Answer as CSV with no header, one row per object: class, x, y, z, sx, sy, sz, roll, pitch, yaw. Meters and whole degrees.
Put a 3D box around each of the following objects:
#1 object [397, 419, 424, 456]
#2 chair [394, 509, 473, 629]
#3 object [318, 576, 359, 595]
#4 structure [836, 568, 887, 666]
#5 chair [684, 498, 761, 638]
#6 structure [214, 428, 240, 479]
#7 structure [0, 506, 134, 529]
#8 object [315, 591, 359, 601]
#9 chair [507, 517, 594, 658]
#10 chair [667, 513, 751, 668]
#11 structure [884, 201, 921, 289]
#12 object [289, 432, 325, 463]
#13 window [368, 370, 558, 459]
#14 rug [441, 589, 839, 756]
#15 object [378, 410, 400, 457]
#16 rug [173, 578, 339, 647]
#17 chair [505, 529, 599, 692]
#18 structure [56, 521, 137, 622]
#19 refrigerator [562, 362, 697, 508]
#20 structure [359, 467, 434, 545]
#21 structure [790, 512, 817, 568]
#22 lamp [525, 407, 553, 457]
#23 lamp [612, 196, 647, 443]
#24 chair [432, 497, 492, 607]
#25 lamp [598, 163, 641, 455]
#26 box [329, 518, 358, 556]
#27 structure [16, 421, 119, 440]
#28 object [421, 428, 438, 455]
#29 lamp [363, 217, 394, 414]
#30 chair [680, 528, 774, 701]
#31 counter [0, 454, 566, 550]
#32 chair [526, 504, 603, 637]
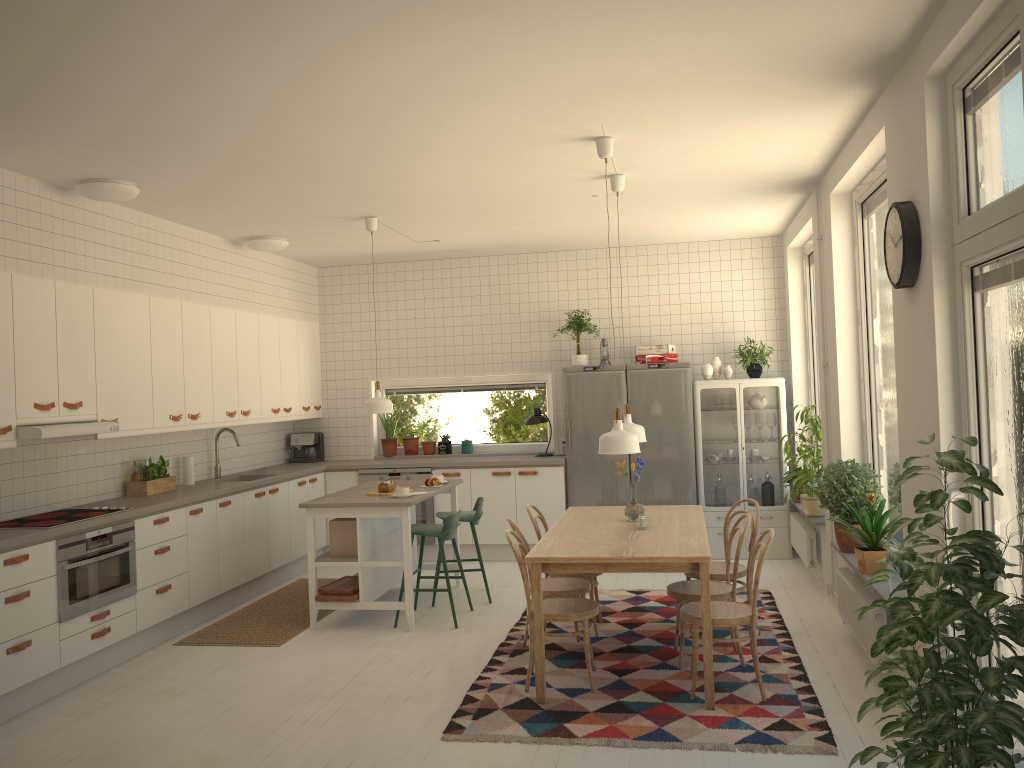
object,-1.017,0.533,8.940,0.258,0.370,0.234,-3,-1,23
chair,-0.552,1.263,6.184,0.446,0.752,0.485,-2,-1,10
object,-1.152,1.411,6.231,0.280,0.030,0.430,-2,0,19
structure,1.938,1.255,4.877,0.113,0.279,1.029,-2,0,11
chair,1.313,1.141,5.545,0.483,0.811,0.385,-2,-1,-17
structure,-2.383,0.578,7.416,0.236,0.421,0.063,-2,-1,18
structure,-2.666,0.794,5.187,0.504,0.057,0.763,-2,0,11
object,-1.148,1.441,6.153,0.280,0.030,0.430,-2,0,11
chair,0.225,1.182,5.245,0.483,0.811,0.385,-2,-1,-7
chair,1.119,1.146,5.014,0.483,0.811,0.385,-2,-1,8
structure,1.663,-0.593,3.794,0.074,0.371,0.371,-2,-1,11
object,-2.084,0.638,8.873,0.316,0.292,0.279,-2,-1,12
window,-0.477,0.314,8.896,1.898,0.816,0.293,-2,-1,11
rug,0.797,1.570,5.335,1.748,0.035,3.025,-2,0,11
object,-1.227,0.480,8.966,0.300,0.499,0.333,-2,-1,-6
rug,-1.664,1.686,6.696,0.750,0.004,2.000,-2,0,11
chair,0.222,1.180,4.734,0.483,0.811,0.385,-2,-1,8
structure,-2.703,1.080,5.200,0.704,0.447,0.682,-2,0,11
refrigerator,1.100,0.714,8.181,1.146,1.778,0.559,-2,-1,11
structure,-1.023,1.146,8.588,0.705,0.710,0.704,-2,-1,11
structure,2.373,1.249,7.172,0.113,0.276,1.016,-2,0,11
lamp,0.247,0.456,8.445,0.239,0.465,0.262,-3,-1,40
lamp,0.699,-0.433,5.562,0.229,1.596,0.229,-2,-1,-34
chair,-0.402,1.260,6.784,0.446,0.752,0.485,-2,-1,-4
lamp,0.539,-0.432,4.718,0.229,1.596,0.229,-2,-1,-45
box,-1.113,1.063,6.286,0.237,0.242,0.357,-2,0,12
structure,-2.730,0.272,5.213,0.482,0.073,0.681,-2,0,11
object,-0.821,0.575,8.879,0.194,0.277,0.176,-2,-1,-22
lamp,-1.019,-0.526,6.590,0.229,1.491,0.229,-2,-1,11
chair,1.099,1.144,4.507,0.483,0.811,0.385,-2,-1,13
counter,-1.278,0.820,6.440,2.856,0.163,4.844,-2,0,11
chair,0.352,1.180,5.740,0.483,0.811,0.385,-2,-1,13
